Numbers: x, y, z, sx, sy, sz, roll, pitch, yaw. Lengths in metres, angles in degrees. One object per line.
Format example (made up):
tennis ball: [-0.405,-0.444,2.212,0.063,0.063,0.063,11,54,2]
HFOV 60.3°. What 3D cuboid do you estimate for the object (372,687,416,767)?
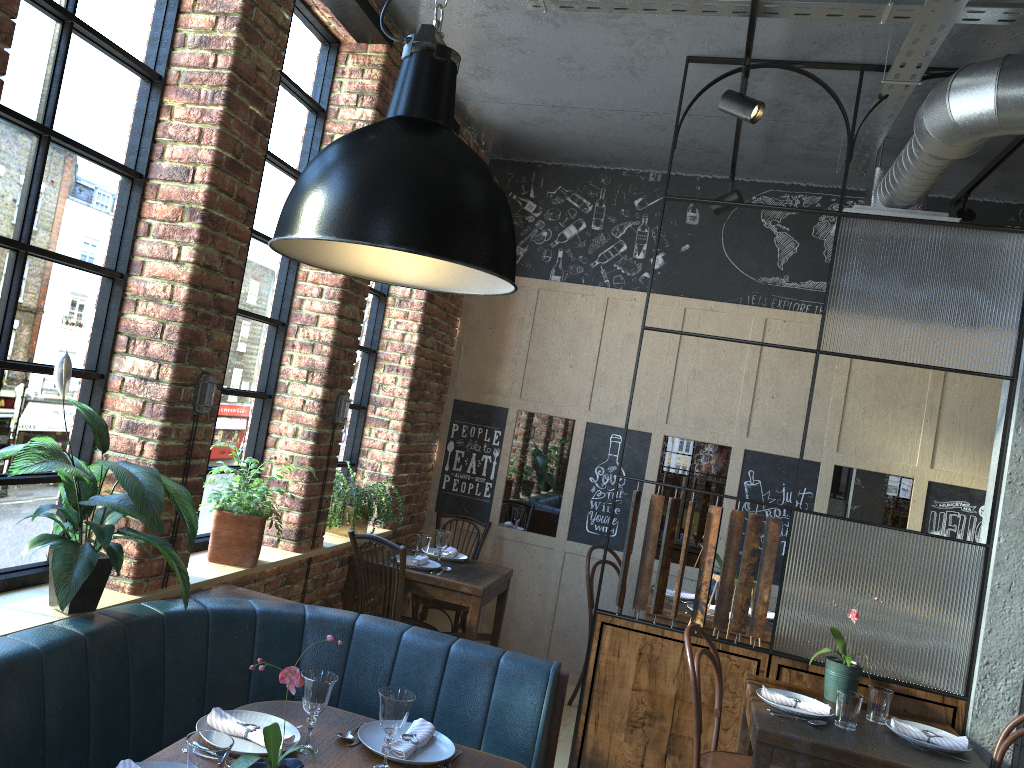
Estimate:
object: [-0.310,0.886,2.249,0.103,0.192,0.093,7,-3,44]

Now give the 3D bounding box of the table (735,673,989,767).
table: [1.190,1.582,3.157,0.770,0.727,0.731,9,-2,15]

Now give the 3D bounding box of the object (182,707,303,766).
object: [-0.684,0.893,2.261,0.278,0.051,0.315,9,-2,18]

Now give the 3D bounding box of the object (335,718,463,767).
object: [-0.303,0.965,2.404,0.335,0.051,0.261,9,-2,19]

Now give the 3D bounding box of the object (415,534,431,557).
object: [-0.509,0.920,4.999,0.088,0.119,0.080,8,-3,32]

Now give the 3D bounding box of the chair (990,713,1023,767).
chair: [1.582,1.548,3.061,0.557,0.921,0.432,9,-2,7]

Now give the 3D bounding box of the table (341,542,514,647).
table: [-0.488,1.350,4.876,0.770,0.727,0.731,9,-2,15]

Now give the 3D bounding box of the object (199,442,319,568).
object: [-1.107,0.489,3.628,0.439,0.483,0.439,8,-3,37]

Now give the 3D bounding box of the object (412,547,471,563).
object: [-0.407,0.977,5.116,0.335,0.051,0.261,9,-2,19]

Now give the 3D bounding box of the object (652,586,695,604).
object: [0.956,1.217,5.137,0.276,0.051,0.317,9,-2,13]

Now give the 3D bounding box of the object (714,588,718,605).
object: [1.174,1.213,4.928,0.085,0.119,0.083,10,-2,4]

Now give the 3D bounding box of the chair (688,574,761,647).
chair: [1.025,1.466,4.550,0.538,1.006,0.448,10,-2,2]

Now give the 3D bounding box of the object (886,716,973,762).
object: [1.471,1.235,3.121,0.278,0.051,0.315,9,-2,18]

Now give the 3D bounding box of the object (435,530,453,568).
object: [-0.388,0.897,4.793,0.096,0.192,0.100,10,-3,-15]

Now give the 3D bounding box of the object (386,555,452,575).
object: [-0.494,0.947,4.696,0.335,0.051,0.261,9,-2,19]

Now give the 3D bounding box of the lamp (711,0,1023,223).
lamp: [3.496,-0.826,0.848,6.430,0.274,7.039,9,-2,15]

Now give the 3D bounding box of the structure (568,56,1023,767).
structure: [3.707,0.626,0.940,6.033,3.327,5.849,10,-2,-2]

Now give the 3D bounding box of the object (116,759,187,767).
object: [-0.755,0.867,1.875,0.278,0.051,0.315,9,-2,18]

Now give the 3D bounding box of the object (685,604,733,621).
object: [1.102,1.229,4.759,0.335,0.051,0.261,9,-2,19]

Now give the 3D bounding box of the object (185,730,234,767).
object: [-0.627,0.813,1.777,0.103,0.192,0.093,7,-3,44]

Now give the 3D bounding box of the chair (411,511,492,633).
chair: [-0.411,1.284,5.453,0.412,0.915,0.512,9,-2,9]

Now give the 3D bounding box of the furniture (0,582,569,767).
furniture: [-0.793,1.140,1.902,1.400,0.822,2.545,9,-2,13]

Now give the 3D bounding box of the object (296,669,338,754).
object: [-0.516,0.851,2.285,0.103,0.192,0.093,7,-3,44]

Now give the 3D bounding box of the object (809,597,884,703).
object: [1.296,1.025,3.438,0.198,0.427,0.150,10,-3,-13]

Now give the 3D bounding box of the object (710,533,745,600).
object: [1.262,1.083,5.280,0.223,0.431,0.133,9,-3,12]

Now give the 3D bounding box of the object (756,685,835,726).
object: [1.034,1.162,3.215,0.278,0.051,0.315,9,-2,18]

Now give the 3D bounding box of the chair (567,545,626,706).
chair: [0.651,1.460,5.157,0.417,0.921,0.576,12,-3,-43]

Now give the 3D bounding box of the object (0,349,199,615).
object: [-1.215,0.285,2.527,0.623,0.752,0.715,9,-2,13]

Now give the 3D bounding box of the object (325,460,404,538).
object: [-0.831,0.633,4.746,0.511,0.369,0.591,9,-2,14]

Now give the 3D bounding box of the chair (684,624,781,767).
chair: [0.856,1.428,3.278,0.574,0.921,0.418,8,-3,32]

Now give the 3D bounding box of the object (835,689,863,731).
object: [1.181,1.148,3.102,0.082,0.119,0.086,10,-2,-16]

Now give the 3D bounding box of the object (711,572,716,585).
object: [1.107,1.169,5.058,0.096,0.192,0.100,10,-3,-15]

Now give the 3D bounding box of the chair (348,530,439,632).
chair: [-0.606,1.214,4.447,0.424,0.915,0.497,8,-3,34]

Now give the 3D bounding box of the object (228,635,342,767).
object: [-0.479,0.718,1.760,0.143,0.431,0.208,8,-3,33]

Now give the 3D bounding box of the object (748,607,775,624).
object: [1.397,1.289,4.998,0.278,0.051,0.315,9,-2,18]

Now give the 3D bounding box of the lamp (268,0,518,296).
lamp: [-0.137,-0.893,1.884,0.553,1.327,0.505,8,-3,32]

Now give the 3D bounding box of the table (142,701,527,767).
table: [-0.544,1.263,1.808,0.844,0.661,1.500,9,-2,13]

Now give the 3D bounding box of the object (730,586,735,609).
object: [1.266,1.235,5.111,0.085,0.119,0.083,10,-2,4]

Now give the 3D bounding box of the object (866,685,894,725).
object: [1.350,1.182,3.244,0.082,0.119,0.086,10,-2,-16]

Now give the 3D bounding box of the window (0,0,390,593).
window: [-0.757,-0.516,0.779,3.335,2.430,8.790,11,-2,-21]

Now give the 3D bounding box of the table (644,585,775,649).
table: [1.090,1.630,4.960,0.770,0.727,0.731,9,-2,15]
